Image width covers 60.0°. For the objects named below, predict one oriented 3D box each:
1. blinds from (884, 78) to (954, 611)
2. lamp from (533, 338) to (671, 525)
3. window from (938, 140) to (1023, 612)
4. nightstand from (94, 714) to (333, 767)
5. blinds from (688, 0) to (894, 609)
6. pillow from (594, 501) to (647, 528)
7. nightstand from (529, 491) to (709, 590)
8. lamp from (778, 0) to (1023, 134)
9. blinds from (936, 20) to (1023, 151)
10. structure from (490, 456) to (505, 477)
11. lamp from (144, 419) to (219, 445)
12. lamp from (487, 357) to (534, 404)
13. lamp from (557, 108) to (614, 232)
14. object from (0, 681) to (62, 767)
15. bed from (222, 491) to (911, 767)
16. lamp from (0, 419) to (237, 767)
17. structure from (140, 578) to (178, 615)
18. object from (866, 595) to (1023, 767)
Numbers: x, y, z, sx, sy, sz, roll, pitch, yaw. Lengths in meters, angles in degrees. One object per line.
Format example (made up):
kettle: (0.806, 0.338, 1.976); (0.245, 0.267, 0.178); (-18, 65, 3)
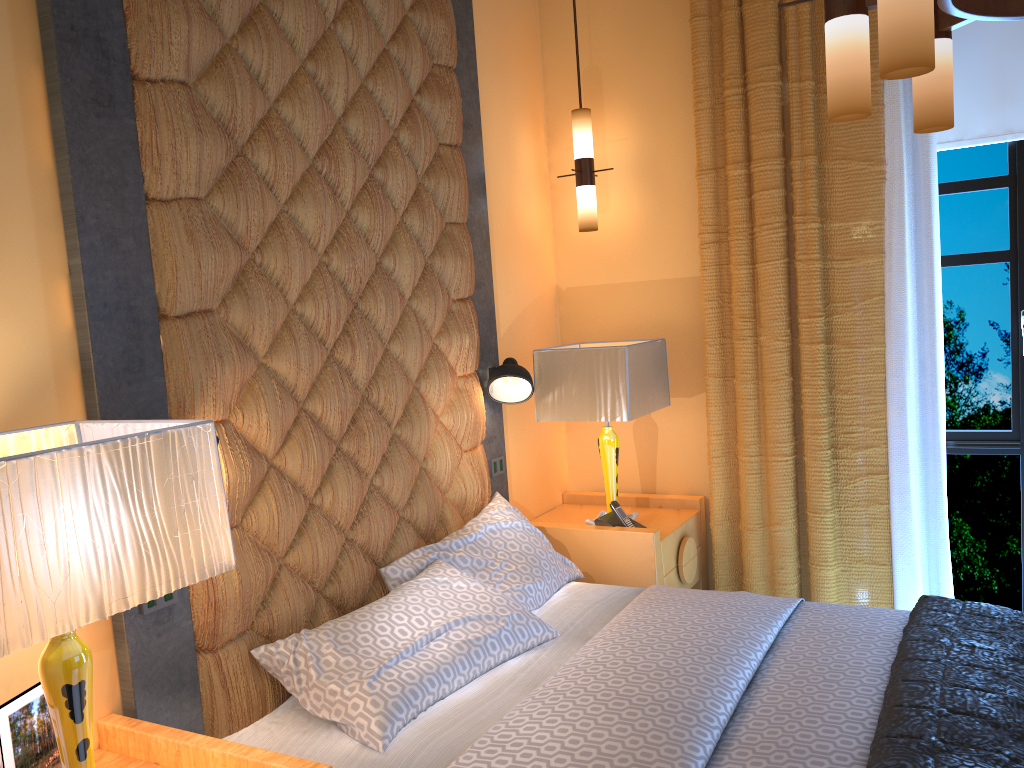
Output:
blinds: (1.854, -0.854, 3.278); (2.051, 4.084, 0.236); (-1, 6, 26)
lamp: (0.408, 0.228, 3.810); (0.424, 0.804, 0.504); (-1, 6, 29)
window: (2.095, -0.348, 3.586); (1.200, 3.006, 0.130); (-1, 7, 29)
nightstand: (-0.799, 1.175, 1.708); (0.721, 0.701, 0.707); (-1, 6, 29)
blinds: (1.846, -0.868, 3.186); (2.451, 4.155, 0.134); (-1, 7, 29)
pillow: (1.299, 0.707, 2.733); (1.146, 0.408, 2.625); (-6, 5, -19)
nightstand: (0.459, 0.902, 3.983); (0.720, 0.691, 0.679); (-1, 6, 29)
lamp: (1.054, -1.652, 1.531); (1.139, 2.173, 1.140); (-9, 7, -38)
blinds: (2.012, -1.405, 3.467); (1.200, 0.875, 0.013); (-1, 6, 29)
structure: (-0.063, 0.344, 3.698); (0.016, 0.072, 0.103); (-1, 6, 29)
lamp: (-0.815, 0.170, 2.132); (0.213, 0.190, 0.185); (-8, 6, -33)
lamp: (0.166, -0.013, 3.638); (0.568, 0.218, 0.231); (-5, 5, -13)
lamp: (0.327, -0.955, 3.976); (0.199, 0.533, 0.199); (-6, 6, -16)
object: (-0.982, 0.770, 1.776); (0.077, 0.255, 0.385); (-5, 5, -10)
bed: (0.421, 0.905, 2.547); (2.107, 0.826, 1.884); (-1, 6, 29)
lamp: (-0.837, 0.496, 1.649); (0.424, 0.804, 0.504); (-1, 6, 29)
structure: (-0.884, 0.525, 2.213); (0.016, 0.072, 0.103); (-1, 6, 29)
object: (1.118, 0.782, 2.139); (0.405, 0.105, 1.458); (-2, 5, 29)
